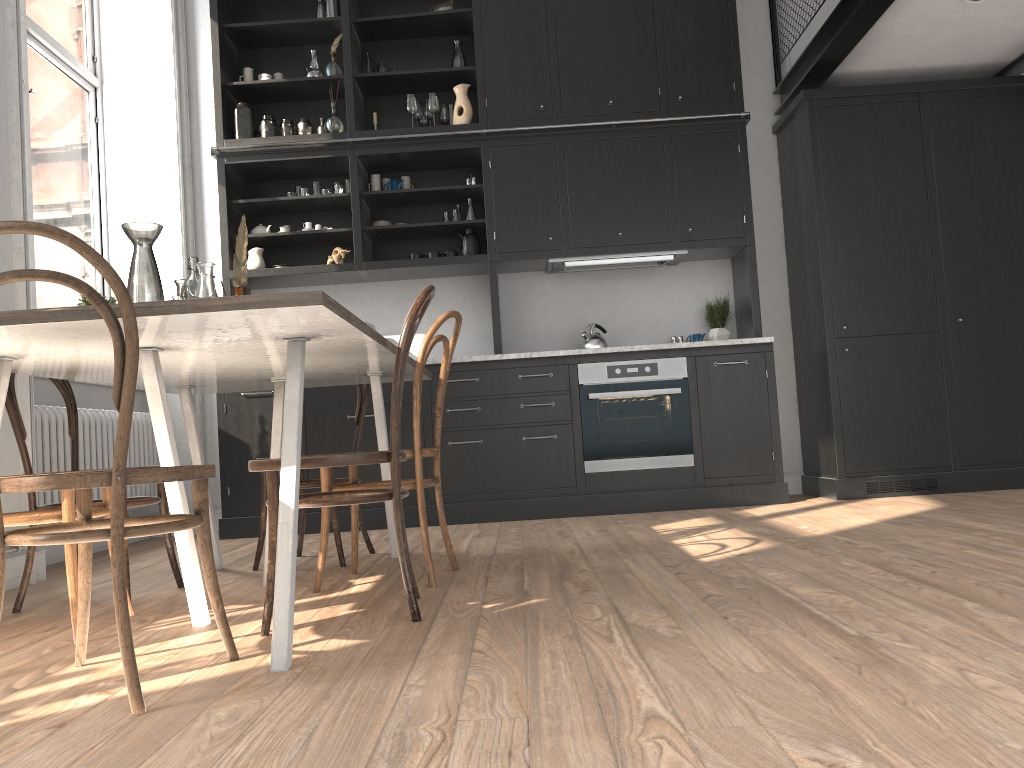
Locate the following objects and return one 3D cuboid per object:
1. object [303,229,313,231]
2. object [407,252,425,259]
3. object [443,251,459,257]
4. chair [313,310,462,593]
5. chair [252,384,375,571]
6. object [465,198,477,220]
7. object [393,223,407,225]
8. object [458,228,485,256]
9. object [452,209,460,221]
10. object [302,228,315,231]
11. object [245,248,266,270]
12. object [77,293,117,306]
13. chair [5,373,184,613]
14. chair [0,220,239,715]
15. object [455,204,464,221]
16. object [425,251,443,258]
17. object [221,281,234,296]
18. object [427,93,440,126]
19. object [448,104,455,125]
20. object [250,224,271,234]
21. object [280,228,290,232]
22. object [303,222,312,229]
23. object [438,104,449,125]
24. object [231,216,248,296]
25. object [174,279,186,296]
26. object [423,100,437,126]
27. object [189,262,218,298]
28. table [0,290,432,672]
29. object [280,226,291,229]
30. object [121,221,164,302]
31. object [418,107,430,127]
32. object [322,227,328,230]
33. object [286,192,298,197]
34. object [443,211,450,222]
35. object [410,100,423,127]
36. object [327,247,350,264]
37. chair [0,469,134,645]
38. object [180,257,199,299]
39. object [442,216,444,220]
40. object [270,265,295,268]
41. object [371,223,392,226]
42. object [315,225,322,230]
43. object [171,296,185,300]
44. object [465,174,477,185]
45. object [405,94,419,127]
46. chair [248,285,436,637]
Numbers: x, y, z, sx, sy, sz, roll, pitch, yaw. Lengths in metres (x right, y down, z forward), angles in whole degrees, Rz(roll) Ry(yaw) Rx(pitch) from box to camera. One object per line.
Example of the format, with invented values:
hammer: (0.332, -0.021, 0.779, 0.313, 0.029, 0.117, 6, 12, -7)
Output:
object: (-1.259, -0.944, 5.508, 0.085, 0.016, 0.085, -6, -4, 32)
object: (-0.585, -0.775, 5.419, 0.104, 0.059, 0.088, -3, -3, -11)
object: (-0.373, -0.787, 5.432, 0.088, 0.059, 0.104, -4, -3, 9)
chair: (-0.424, 0.224, 3.099, 0.549, 0.920, 0.438, -4, -3, 11)
chair: (-0.841, 0.295, 3.800, 0.438, 0.920, 0.549, -4, -3, 13)
object: (-0.258, -1.068, 5.485, 0.083, 0.158, 0.083, -3, -3, -15)
object: (-0.703, -0.987, 5.612, 0.112, 0.036, 0.112, -7, -5, 43)
object: (-0.249, -0.860, 5.458, 0.129, 0.191, 0.124, -5, -4, 28)
object: (-0.350, -1.031, 5.482, 0.058, 0.094, 0.058, -6, -4, 39)
object: (-1.261, -0.950, 5.509, 0.085, 0.016, 0.085, -7, -5, 41)
object: (-1.574, -0.752, 5.443, 0.115, 0.144, 0.127, -2, -3, -21)
object: (-2.401, -0.275, 5.219, 0.234, 0.523, 0.500, -3, -3, -10)
chair: (-1.477, 0.292, 3.099, 0.549, 0.920, 0.438, -4, -3, 7)
chair: (-0.878, 0.176, 1.854, 0.438, 0.920, 0.549, -4, -3, 8)
object: (-0.336, -1.056, 5.603, 0.083, 0.158, 0.083, -4, -3, 11)
object: (-0.473, -0.782, 5.411, 0.104, 0.059, 0.088, -2, -4, -21)
object: (-0.956, -0.208, 3.053, 0.107, 0.283, 0.107, -3, -3, -5)
object: (-0.479, -1.665, 5.434, 0.083, 0.221, 0.083, -1, -4, -43)
object: (-0.371, -1.647, 5.539, 0.046, 0.186, 0.046, -2, -3, -27)
object: (-1.572, -0.951, 5.549, 0.125, 0.100, 0.140, -3, -4, -18)
object: (-1.414, -0.948, 5.518, 0.055, 0.033, 0.058, -2, -4, -25)
object: (-1.267, -0.975, 5.511, 0.049, 0.055, 0.039, -5, -3, 21)
object: (-0.426, -1.656, 5.631, 0.083, 0.221, 0.083, -4, -3, -1)
object: (-0.884, -0.305, 2.889, 0.157, 0.446, 0.157, -5, -3, 18)
object: (-1.039, -0.203, 2.827, 0.100, 0.255, 0.098, -2, -3, -23)
object: (-0.510, -1.657, 5.535, 0.083, 0.221, 0.083, -4, -3, -1)
object: (-0.840, -0.222, 2.444, 0.132, 0.219, 0.132, -3, -3, -10)
table: (-0.890, 0.306, 2.825, 1.100, 0.779, 2.201, -4, -3, 0)
object: (-1.415, -0.967, 5.520, 0.058, 0.047, 0.055, -5, -3, 15)
object: (-1.084, -0.277, 2.619, 0.116, 0.382, 0.116, -4, -3, 11)
object: (-0.561, -1.646, 5.661, 0.083, 0.221, 0.083, -6, -4, 32)
object: (-1.163, -0.954, 5.530, 0.049, 0.041, 0.056, -2, -4, -27)
object: (-1.365, -1.158, 5.507, 0.072, 0.047, 0.071, -6, -4, 38)
object: (-0.408, -1.025, 5.525, 0.058, 0.094, 0.058, -6, -4, 39)
object: (-0.592, -1.651, 5.536, 0.083, 0.221, 0.083, -3, -3, -8)
object: (-1.063, -0.776, 5.424, 0.173, 0.123, 0.069, -6, -4, 32)
chair: (-1.402, 0.252, 2.526, 0.549, 0.920, 0.438, -4, -3, -2)
object: (-0.969, -0.238, 2.714, 0.086, 0.301, 0.086, -3, -3, -14)
object: (-0.421, -1.017, 5.626, 0.058, 0.094, 0.058, -2, -3, -23)
object: (-1.413, -0.704, 5.509, 0.180, 0.037, 0.180, -3, -4, -15)
object: (-1.352, -0.207, 2.671, 0.792, 1.841, 5.829, -4, -4, 5)
object: (-1.201, -0.956, 5.488, 0.039, 0.054, 0.049, -5, -4, 26)
object: (-0.964, -0.175, 2.571, 0.083, 0.158, 0.083, -3, -3, -4)
object: (-0.253, -1.261, 5.554, 0.080, 0.116, 0.040, -5, -3, 20)
object: (-0.610, -1.657, 5.433, 0.083, 0.221, 0.083, -6, -4, 32)
chair: (-0.465, 0.191, 2.515, 0.549, 0.920, 0.438, -3, -3, -4)
